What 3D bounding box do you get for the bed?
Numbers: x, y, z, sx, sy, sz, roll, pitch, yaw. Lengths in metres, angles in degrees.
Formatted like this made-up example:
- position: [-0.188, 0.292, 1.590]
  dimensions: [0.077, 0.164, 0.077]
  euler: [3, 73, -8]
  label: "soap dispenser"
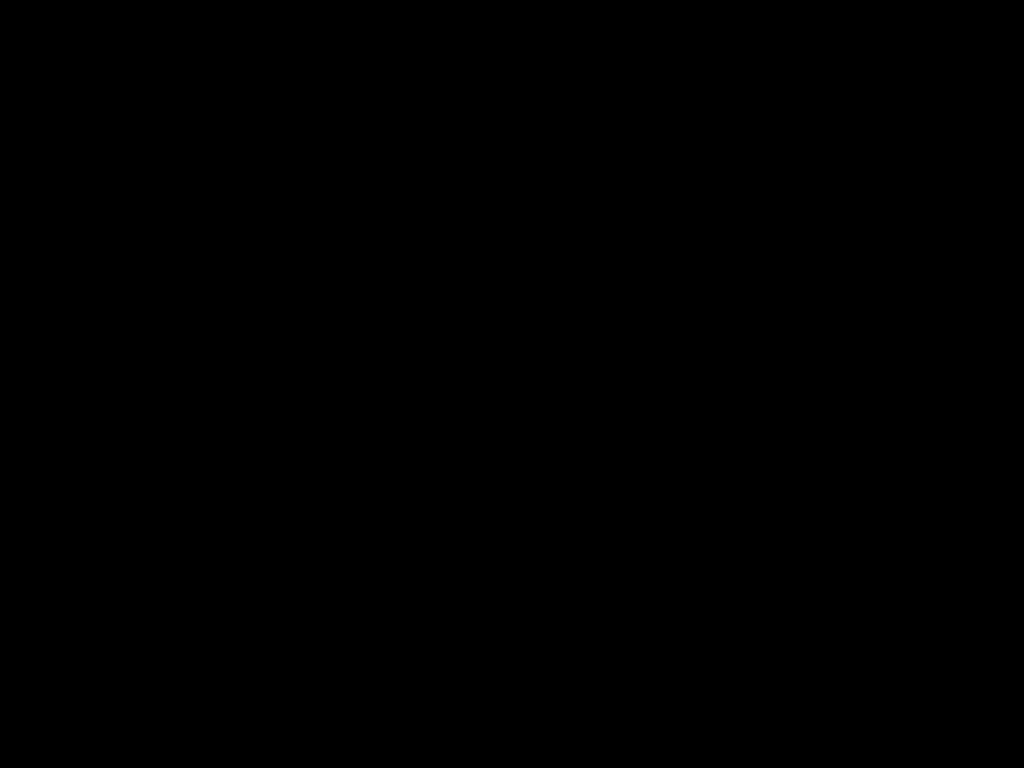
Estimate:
- position: [0.662, -0.294, 0.668]
  dimensions: [2.087, 0.994, 3.009]
  euler: [-1, -7, 12]
  label: "bed"
